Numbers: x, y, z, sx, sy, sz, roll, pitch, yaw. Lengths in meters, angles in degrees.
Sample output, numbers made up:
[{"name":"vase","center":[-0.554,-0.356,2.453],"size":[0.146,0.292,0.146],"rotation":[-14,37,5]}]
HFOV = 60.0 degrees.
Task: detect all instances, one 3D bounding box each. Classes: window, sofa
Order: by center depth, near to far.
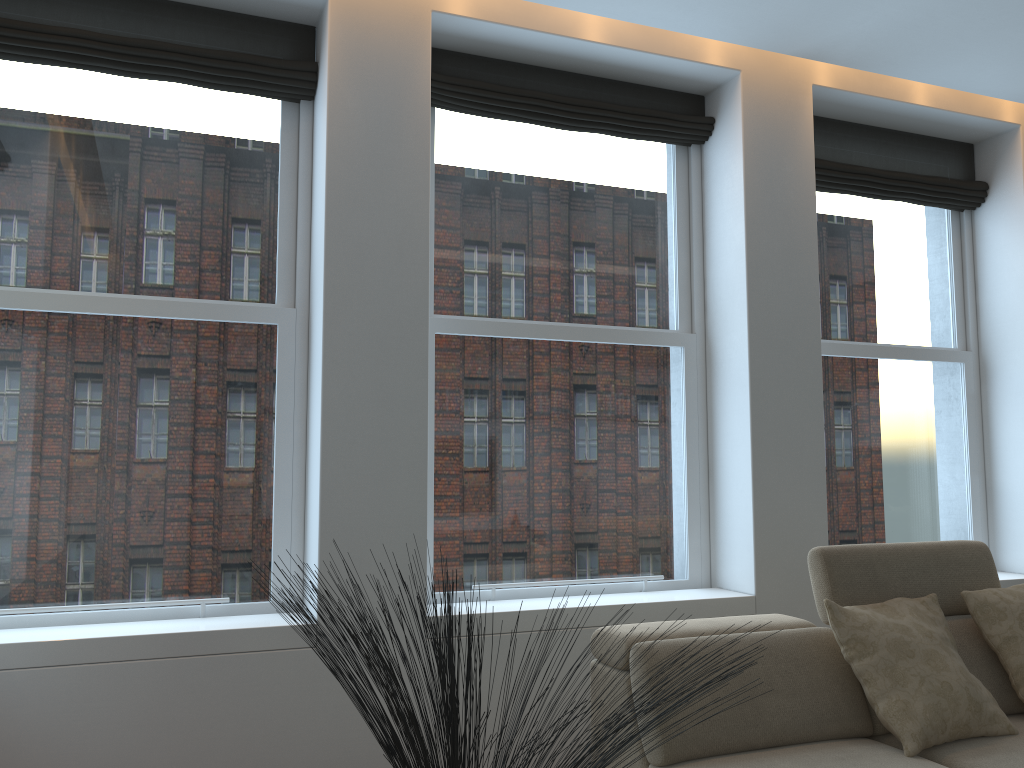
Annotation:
[{"name":"sofa","center":[1.625,1.025,2.943],"size":[2.581,0.950,1.018],"rotation":[2,-6,-21]},{"name":"window","center":[0.235,-0.208,3.935],"size":[1.444,2.400,0.123],"rotation":[2,-6,-21]},{"name":"window","center":[1.906,-0.147,4.588],"size":[1.345,2.400,0.123],"rotation":[2,-6,-21]},{"name":"window","center":[-9.435,0.684,6.688],"size":[13.698,17.917,34.761],"rotation":[2,-6,-21]}]

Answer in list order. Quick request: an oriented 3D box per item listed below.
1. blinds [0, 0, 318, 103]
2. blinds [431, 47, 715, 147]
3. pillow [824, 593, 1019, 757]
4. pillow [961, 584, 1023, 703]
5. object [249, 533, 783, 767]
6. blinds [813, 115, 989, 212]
[{"name":"blinds","center":[-1.432,-1.318,3.319],"size":[1.377,0.327,0.156],"rotation":[2,-6,-21]},{"name":"blinds","center":[0.258,-1.283,3.982],"size":[1.442,0.275,0.156],"rotation":[2,-6,-21]},{"name":"pillow","center":[1.280,0.894,2.819],"size":[0.519,0.416,0.368],"rotation":[3,-6,-26]},{"name":"pillow","center":[1.857,0.905,3.059],"size":[0.534,0.439,0.301],"rotation":[2,-6,-25]},{"name":"object","center":[0.015,0.894,2.092],"size":[1.125,1.014,1.119],"rotation":[4,-7,-35]},{"name":"blinds","center":[1.927,-1.163,4.628],"size":[1.342,0.393,0.156],"rotation":[2,-6,-21]}]
